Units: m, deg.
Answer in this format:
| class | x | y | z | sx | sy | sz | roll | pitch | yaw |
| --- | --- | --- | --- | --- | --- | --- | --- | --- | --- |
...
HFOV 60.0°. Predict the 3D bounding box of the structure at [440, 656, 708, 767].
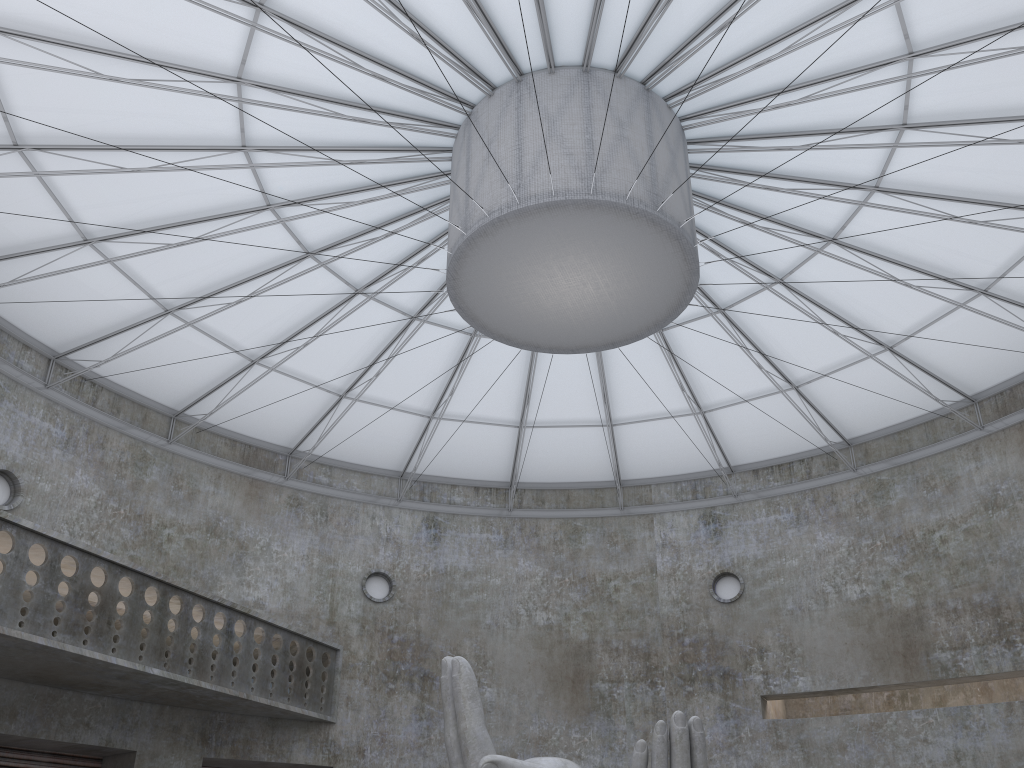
| class | x | y | z | sx | sy | sz | roll | pitch | yaw |
| --- | --- | --- | --- | --- | --- | --- | --- | --- | --- |
| structure | 3.618 | 7.997 | 17.335 | 10.755 | 5.581 | 15.942 | 9 | -30 | -16 |
